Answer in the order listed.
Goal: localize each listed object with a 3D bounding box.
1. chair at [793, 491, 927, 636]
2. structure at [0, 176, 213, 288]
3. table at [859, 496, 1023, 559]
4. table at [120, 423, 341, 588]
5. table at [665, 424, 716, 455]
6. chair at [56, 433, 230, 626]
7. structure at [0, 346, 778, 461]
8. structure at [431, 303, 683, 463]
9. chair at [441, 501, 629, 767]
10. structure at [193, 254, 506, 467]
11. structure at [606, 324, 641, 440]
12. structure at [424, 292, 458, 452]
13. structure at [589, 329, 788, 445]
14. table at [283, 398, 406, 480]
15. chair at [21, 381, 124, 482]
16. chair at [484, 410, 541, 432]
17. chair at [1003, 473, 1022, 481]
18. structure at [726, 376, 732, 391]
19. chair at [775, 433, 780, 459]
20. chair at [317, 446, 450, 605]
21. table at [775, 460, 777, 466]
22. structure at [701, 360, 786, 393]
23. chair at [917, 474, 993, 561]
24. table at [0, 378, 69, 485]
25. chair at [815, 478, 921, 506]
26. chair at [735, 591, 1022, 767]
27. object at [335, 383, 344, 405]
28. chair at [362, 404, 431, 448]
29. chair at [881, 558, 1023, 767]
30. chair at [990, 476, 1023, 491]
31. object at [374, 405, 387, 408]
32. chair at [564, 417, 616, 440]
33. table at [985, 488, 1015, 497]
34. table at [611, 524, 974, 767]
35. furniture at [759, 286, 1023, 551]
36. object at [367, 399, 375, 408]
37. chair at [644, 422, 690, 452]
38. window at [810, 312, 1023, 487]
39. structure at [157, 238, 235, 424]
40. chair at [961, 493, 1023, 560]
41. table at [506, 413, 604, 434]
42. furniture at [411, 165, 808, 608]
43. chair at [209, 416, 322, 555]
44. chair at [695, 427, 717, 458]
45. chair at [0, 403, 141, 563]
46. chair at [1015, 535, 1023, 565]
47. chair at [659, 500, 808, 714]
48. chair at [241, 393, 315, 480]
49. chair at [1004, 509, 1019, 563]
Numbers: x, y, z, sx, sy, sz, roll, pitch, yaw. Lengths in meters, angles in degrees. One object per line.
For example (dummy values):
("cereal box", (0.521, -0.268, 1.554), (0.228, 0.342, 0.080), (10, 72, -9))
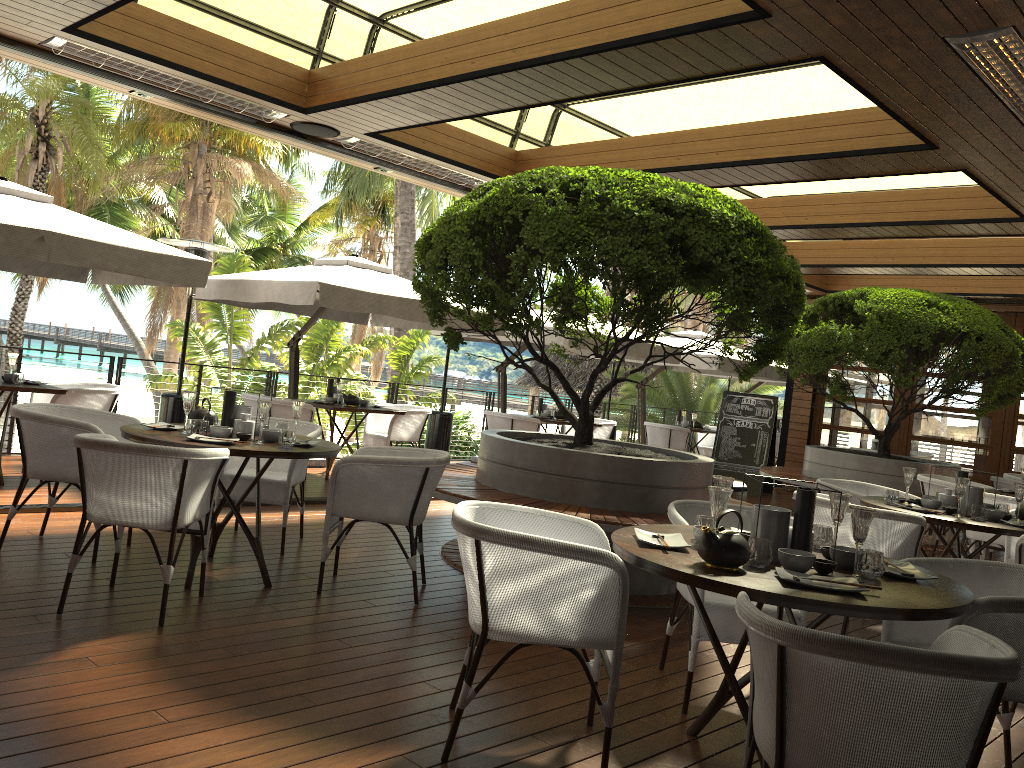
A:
("chair", (1.927, 1.051, 5.092), (0.616, 0.788, 0.628), (7, 0, -25))
("structure", (-4.093, -0.447, 6.876), (2.416, 2.333, 2.411), (7, 0, 43))
("table", (2.680, 1.154, 5.367), (1.167, 0.749, 1.165), (7, 0, 24))
("table", (-1.573, 0.662, 4.884), (1.164, 0.749, 1.167), (6, 0, -41))
("table", (2.837, 1.076, 14.200), (0.932, 0.749, 0.930), (7, 0, 43))
("chair", (-1.708, 0.637, 4.098), (0.627, 0.788, 0.617), (7, 0, 0))
("structure", (-3.337, 0.367, 9.371), (0.163, 1.153, 26.237), (6, 0, 43))
("structure", (0.524, 0.040, 11.771), (2.416, 2.333, 2.411), (7, 0, 43))
("chair", (0.054, 0.854, 3.091), (0.617, 0.788, 0.627), (7, 0, 0))
("structure", (-1.784, -0.203, 9.324), (2.416, 2.333, 2.411), (7, 0, 43))
("structure", (1.461, 0.198, 13.200), (0.700, 2.192, 0.698), (6, 0, 31))
("structure", (-0.816, -0.042, 10.786), (0.700, 2.192, 0.698), (6, 0, 31))
("structure", (2.832, 0.283, 14.219), (2.416, 2.333, 2.411), (7, 0, 43))
("table", (-1.793, 0.589, 9.290), (0.932, 0.749, 0.930), (7, 0, 43))
("chair", (-3.607, 0.380, 7.322), (0.628, 0.788, 0.616), (7, 0, 45))
("chair", (-0.056, 0.753, 11.124), (0.628, 0.788, 0.616), (7, 0, 45))
("chair", (6.060, 1.477, 10.311), (0.627, 0.788, 0.617), (7, 0, -15))
("structure", (3.784, 0.443, 15.663), (0.700, 2.192, 0.698), (6, 0, 31))
("chair", (4.623, 1.246, 16.085), (0.628, 0.788, 0.616), (7, 0, 45))
("chair", (-0.690, 0.747, 4.908), (0.617, 0.788, 0.627), (7, 0, 0))
("table", (5.151, 1.320, 16.654), (0.932, 0.749, 0.930), (7, 0, 43))
("structure", (5.141, 0.526, 16.667), (2.416, 2.333, 2.411), (7, 0, 43))
("chair", (4.047, 1.265, 8.157), (0.627, 0.788, 0.617), (7, 0, -40))
("table", (-4.114, 0.344, 6.830), (0.932, 0.749, 0.930), (7, 0, 43))
("chair", (2.426, 1.098, 6.159), (0.627, 0.788, 0.617), (7, 0, -25))
("chair", (0.842, 0.956, 2.186), (0.627, 0.788, 0.616), (7, 0, 10))
("object", (-1.758, 0.102, 9.000), (0.082, 0.227, 0.082), (6, 0, 44))
("chair", (-1.271, 0.626, 9.799), (0.628, 0.788, 0.616), (7, 0, 45))
("chair", (1.667, 1.043, 3.079), (0.617, 0.788, 0.627), (7, 0, 0))
("chair", (5.385, 1.409, 9.347), (0.616, 0.788, 0.628), (7, 0, -15))
("object", (-1.506, 0.230, 9.548), (0.295, 0.025, 0.170), (7, 1, 43))
("chair", (1.064, 0.872, 12.275), (0.628, 0.788, 0.616), (7, 0, 45))
("table", (4.525, 1.348, 7.440), (1.166, 0.749, 1.165), (7, 0, 12))
("table", (0.876, 0.969, 3.015), (1.164, 0.749, 1.167), (6, 0, -44))
("furniture", (4.178, 0.311, 9.838), (2.570, 2.723, 2.718), (7, 0, 9))
("object", (-1.485, 0.204, 9.338), (0.086, 0.086, 0.086), (7, 0, -42))
("chair", (2.329, 1.005, 13.653), (0.628, 0.788, 0.616), (7, 0, 45))
("window", (-0.628, -7.842, 0.280), (14.499, 17.964, 38.388), (7, 0, 21))
("structure", (-3.099, -0.282, 8.365), (0.700, 2.192, 0.698), (6, 0, 31))
("chair", (3.840, 1.254, 6.996), (0.616, 0.788, 0.628), (7, 0, -40))
("table", (0.522, 0.832, 11.745), (0.932, 0.749, 0.930), (7, 0, 43))
("furniture", (0.585, -0.069, 6.130), (2.619, 2.723, 2.691), (7, 0, 34))
("chair", (-1.596, 0.632, 5.759), (0.627, 0.788, 0.617), (7, 0, 0))
("chair", (3.409, 1.119, 14.762), (0.628, 0.788, 0.616), (7, 0, 45))
("chair", (-2.496, 0.535, 5.004), (0.617, 0.788, 0.627), (7, 0, 0))
("chair", (3.022, 1.184, 4.606), (0.627, 0.788, 0.617), (7, 0, -25))
("chair", (0.954, 0.951, 3.846), (0.627, 0.788, 0.617), (7, 0, 0))
("chair", (-2.351, 0.512, 8.690), (0.628, 0.788, 0.616), (7, 0, 45))
("chair", (3.603, 1.239, 5.773), (0.616, 0.788, 0.628), (7, 0, -25))
